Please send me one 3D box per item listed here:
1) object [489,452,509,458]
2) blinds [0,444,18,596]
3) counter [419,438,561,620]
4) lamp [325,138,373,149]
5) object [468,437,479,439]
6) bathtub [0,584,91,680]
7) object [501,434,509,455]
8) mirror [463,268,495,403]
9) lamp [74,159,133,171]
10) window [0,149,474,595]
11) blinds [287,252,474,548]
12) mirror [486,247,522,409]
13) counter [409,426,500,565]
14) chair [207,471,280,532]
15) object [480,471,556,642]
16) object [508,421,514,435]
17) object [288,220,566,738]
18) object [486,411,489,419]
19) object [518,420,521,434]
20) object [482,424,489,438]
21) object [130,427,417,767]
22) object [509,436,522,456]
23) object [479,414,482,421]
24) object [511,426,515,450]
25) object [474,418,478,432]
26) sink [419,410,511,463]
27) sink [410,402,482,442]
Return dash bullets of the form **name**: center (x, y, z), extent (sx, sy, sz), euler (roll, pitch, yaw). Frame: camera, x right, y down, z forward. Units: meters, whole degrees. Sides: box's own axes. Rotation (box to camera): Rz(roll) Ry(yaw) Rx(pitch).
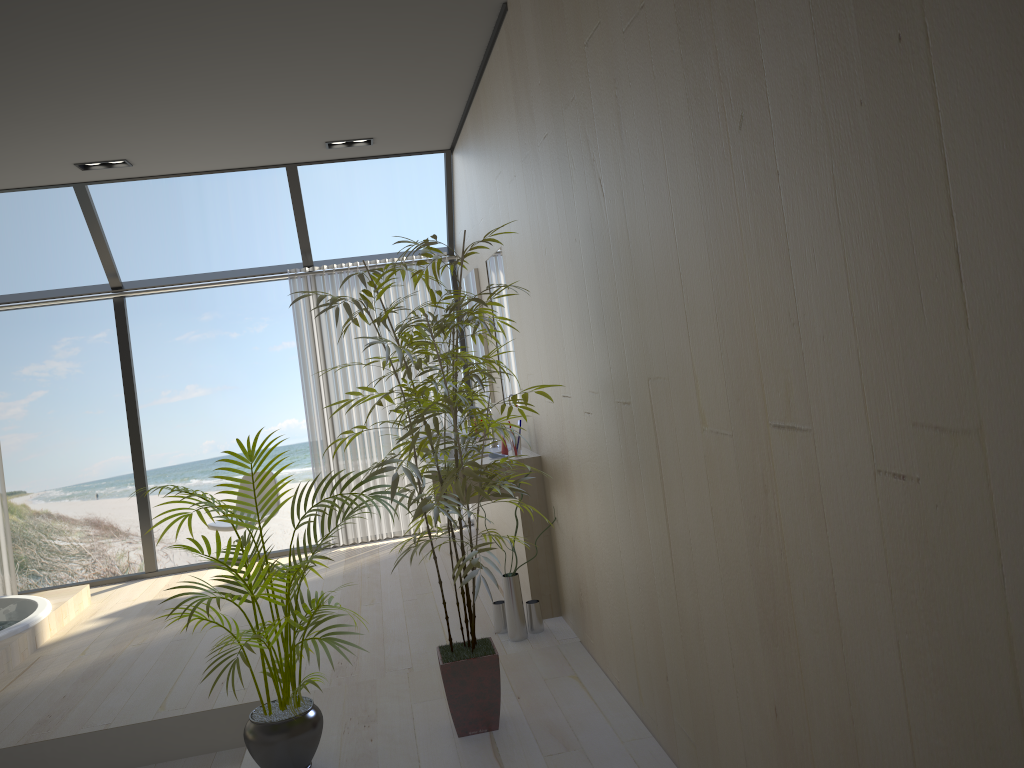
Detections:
- **object**: center (-0.068, 0.353, 4.393), extent (0.104, 0.029, 0.033), euler (-6, 1, 31)
- **blinds**: center (-4.136, 0.535, 6.098), extent (1.184, 2.073, 0.084), euler (-7, -1, -9)
- **counter**: center (-0.157, 0.763, 4.809), extent (0.551, 0.791, 1.204), euler (-7, 1, -9)
- **lamp**: center (-1.052, -1.599, 5.701), extent (0.301, 0.112, 0.164), euler (-8, 1, -9)
- **object**: center (-0.259, 0.333, 5.583), extent (0.104, 0.029, 0.033), euler (-6, 1, 31)
- **bathtub**: center (-3.540, 1.525, 4.877), extent (1.823, 0.699, 1.645), euler (-8, 2, -9)
- **object**: center (-0.042, 0.297, 4.468), extent (0.038, 0.135, 0.039), euler (-8, -1, 32)
- **mirror**: center (-0.228, -0.315, 5.979), extent (0.023, 0.869, 0.652), euler (-7, 0, -9)
- **lamp**: center (-2.522, -1.401, 5.456), extent (0.301, 0.112, 0.164), euler (-8, 1, -9)
- **window**: center (-2.547, -0.018, 6.181), extent (4.565, 2.817, 0.743), euler (-8, -1, -9)
- **blinds**: center (-0.950, 0.104, 6.627), extent (1.184, 2.073, 0.084), euler (-7, -1, -9)
- **mirror**: center (-0.037, -0.302, 4.961), extent (0.023, 0.869, 0.652), euler (-7, 0, -9)
- **counter**: center (-0.349, 0.743, 5.999), extent (0.551, 0.791, 1.204), euler (-7, 1, -9)
- **chair**: center (-1.836, 0.809, 6.101), extent (0.368, 0.348, 0.455), euler (-7, 1, 19)
- **object**: center (0.075, 0.776, 4.100), extent (0.408, 0.750, 0.273), euler (-7, -1, -21)
- **object**: center (0.001, 0.270, 4.363), extent (0.012, 0.178, 0.050), euler (-8, -1, 30)
- **object**: center (-0.173, 0.332, 3.135), extent (0.785, 1.758, 0.936), euler (-8, -1, 16)
- **object**: center (-0.161, 0.247, 5.574), extent (0.053, 0.175, 0.012), euler (-8, -1, 16)
- **object**: center (0.031, 0.267, 4.384), extent (0.053, 0.175, 0.012), euler (-8, -1, 16)
- **object**: center (-0.170, 0.290, 5.578), extent (0.058, 0.100, 0.058), euler (-7, 0, -2)
- **object**: center (-0.863, 0.717, 2.966), extent (0.913, 1.158, 0.753), euler (-7, 0, 24)
- **object**: center (0.021, 0.309, 4.388), extent (0.058, 0.100, 0.058), euler (-7, 0, 1)
- **object**: center (-0.190, 0.250, 5.553), extent (0.012, 0.178, 0.050), euler (-8, -1, 30)
- **object**: center (0.009, 0.287, 4.570), extent (0.038, 0.135, 0.039), euler (-8, -1, 32)
- **object**: center (-0.233, 0.277, 5.658), extent (0.039, 0.135, 0.039), euler (-8, -1, 39)
- **sink**: center (-0.251, 0.358, 4.777), extent (0.504, 0.420, 0.573), euler (-7, 1, -6)
- **sink**: center (-0.443, 0.338, 5.967), extent (0.504, 0.420, 0.573), euler (-7, 1, -6)
